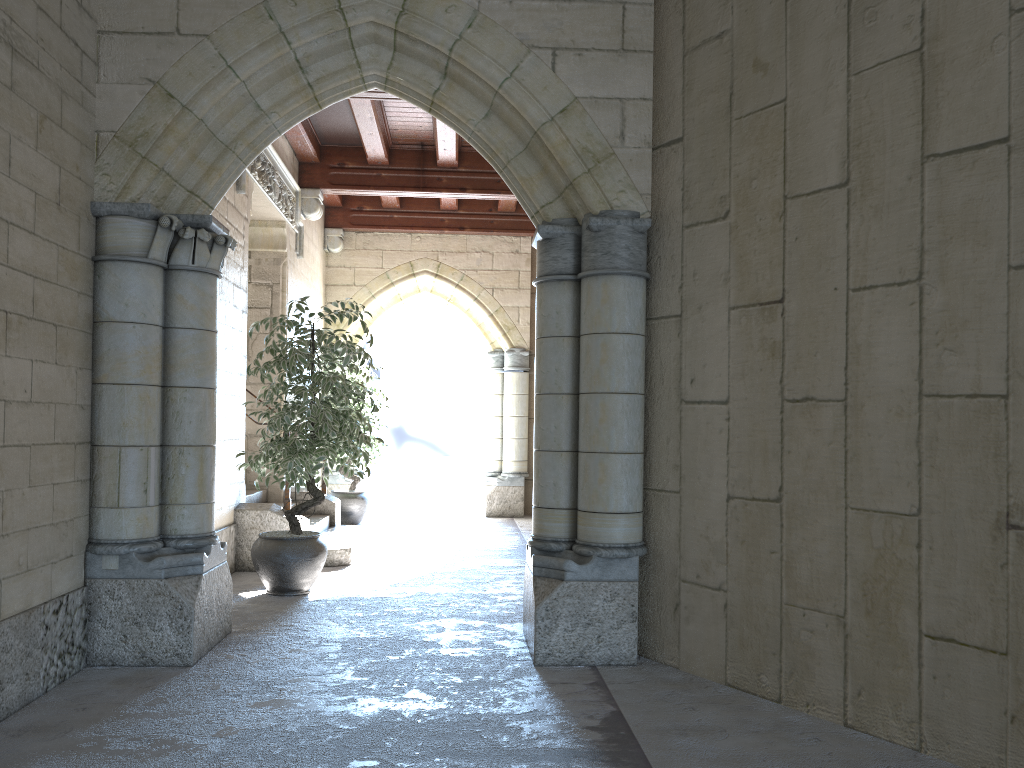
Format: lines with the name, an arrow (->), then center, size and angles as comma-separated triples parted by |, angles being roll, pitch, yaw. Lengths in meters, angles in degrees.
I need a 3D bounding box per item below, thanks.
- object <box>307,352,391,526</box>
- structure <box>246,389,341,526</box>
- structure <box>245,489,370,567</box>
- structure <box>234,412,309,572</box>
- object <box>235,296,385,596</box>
object -> -1.523, 0.505, 8.233 | 0.787, 1.617, 0.751 | 1, -1, -7
structure -> -1.857, 0.621, 7.157 | 0.888, 1.261, 0.473 | 1, -1, -4
structure -> -2.378, 0.802, 6.408 | 2.573, 0.809, 1.463 | 1, -2, -4
structure -> -1.770, 0.549, 5.749 | 0.888, 1.261, 0.477 | 1, -1, -4
object -> -1.113, 0.336, 4.903 | 0.787, 1.617, 0.752 | 0, -1, 28
